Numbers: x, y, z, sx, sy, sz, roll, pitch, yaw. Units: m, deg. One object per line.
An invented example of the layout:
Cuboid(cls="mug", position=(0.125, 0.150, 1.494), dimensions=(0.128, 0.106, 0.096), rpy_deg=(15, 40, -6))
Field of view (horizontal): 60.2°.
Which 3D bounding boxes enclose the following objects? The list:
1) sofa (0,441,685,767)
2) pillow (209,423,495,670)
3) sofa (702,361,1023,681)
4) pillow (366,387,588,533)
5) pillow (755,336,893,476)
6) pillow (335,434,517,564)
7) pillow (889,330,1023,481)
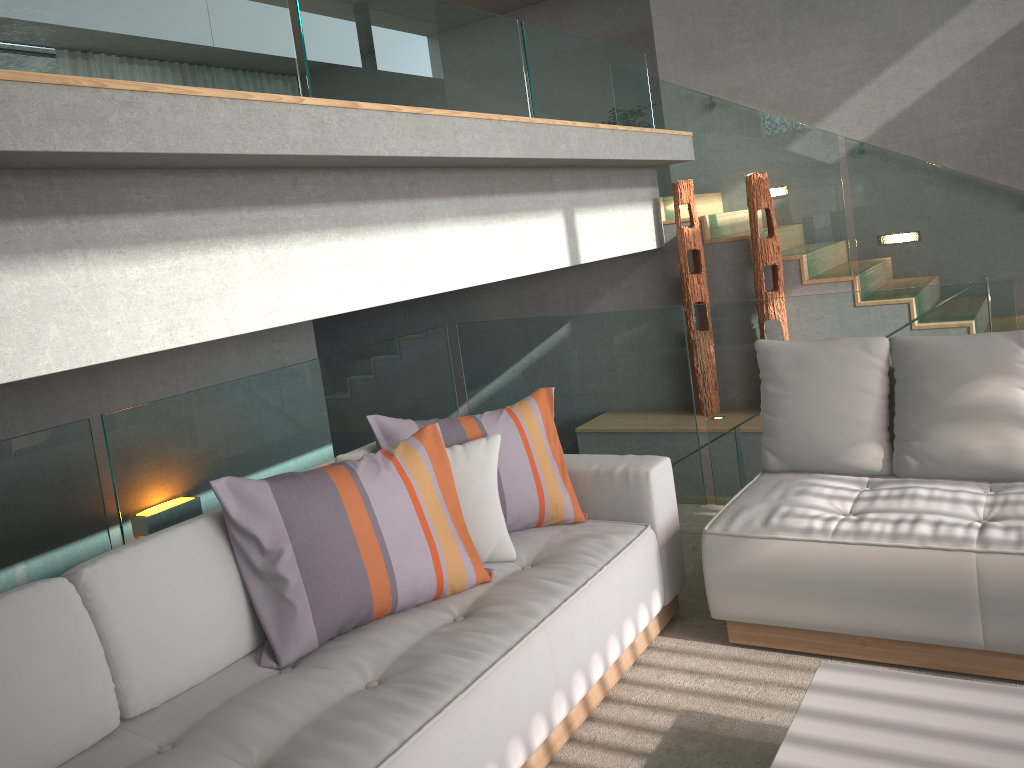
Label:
Cuboid(cls="sofa", position=(-0.735, 0.797, 1.961), dimensions=(1.046, 0.747, 3.500), rpy_deg=(-3, 10, 32))
Cuboid(cls="pillow", position=(-0.428, 0.435, 2.525), dimensions=(0.742, 0.491, 0.311), rpy_deg=(-13, 8, -34))
Cuboid(cls="sofa", position=(1.521, 0.359, 2.821), dimensions=(1.592, 0.728, 1.024), rpy_deg=(-2, 9, 32))
Cuboid(cls="pillow", position=(-0.119, 0.294, 3.054), dimensions=(0.699, 0.501, 0.280), rpy_deg=(-10, 6, -14))
Cuboid(cls="pillow", position=(1.158, 0.077, 3.299), dimensions=(0.491, 0.494, 0.241), rpy_deg=(-3, 7, 33))
Cuboid(cls="pillow", position=(-0.279, 0.394, 2.814), dimensions=(0.596, 0.403, 0.240), rpy_deg=(-10, 6, -14))
Cuboid(cls="pillow", position=(1.564, 0.074, 3.041), dimensions=(0.491, 0.480, 0.269), rpy_deg=(-3, 7, 33))
